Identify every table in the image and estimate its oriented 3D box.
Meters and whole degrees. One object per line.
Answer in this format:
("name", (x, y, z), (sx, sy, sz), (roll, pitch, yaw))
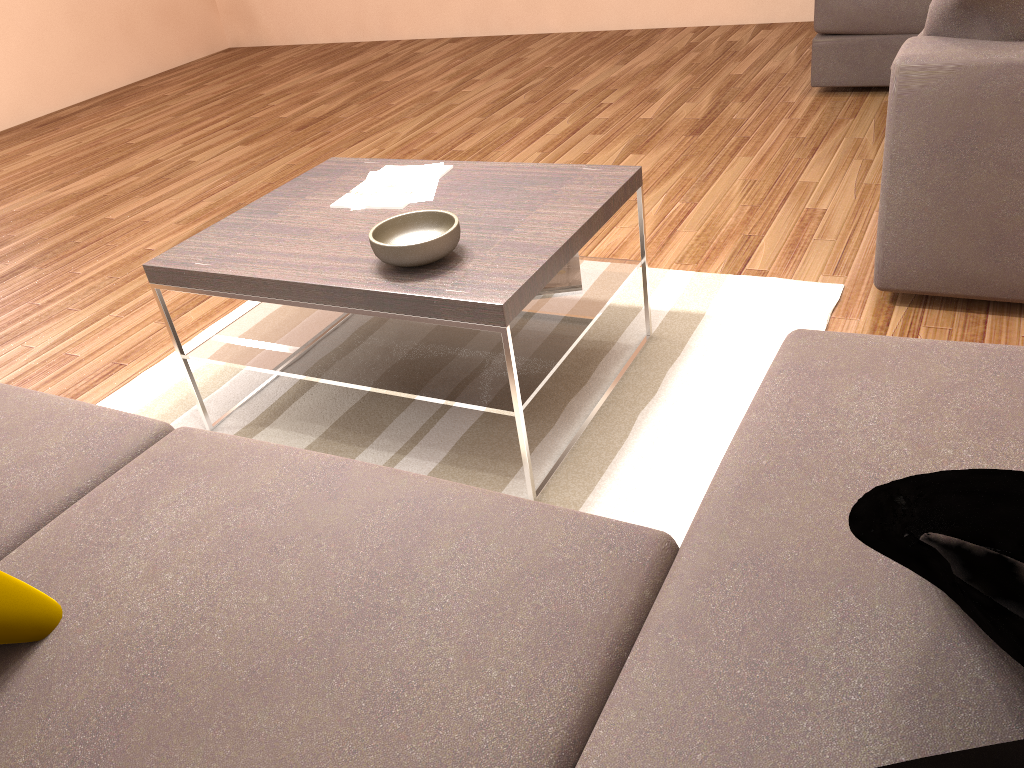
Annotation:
("table", (-0.277, -0.235, 2.595), (1.110, 0.558, 0.856), (9, 36, 27))

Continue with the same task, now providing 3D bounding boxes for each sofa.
("sofa", (2.135, -1.437, 3.722), (1.906, 0.776, 3.565), (9, 36, 27))
("sofa", (-0.325, 0.439, 1.355), (3.565, 0.776, 1.906), (9, 36, 27))

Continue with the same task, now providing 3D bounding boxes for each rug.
("rug", (-0.244, -0.004, 2.748), (2.122, 0.024, 1.791), (9, 36, 27))

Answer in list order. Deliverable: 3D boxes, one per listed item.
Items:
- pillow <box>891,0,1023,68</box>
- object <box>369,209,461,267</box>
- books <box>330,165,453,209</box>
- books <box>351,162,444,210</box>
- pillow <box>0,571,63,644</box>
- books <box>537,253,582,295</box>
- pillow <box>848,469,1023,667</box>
("pillow", (1.521, -1.057, 2.497), (0.749, 0.470, 0.560), (-8, 32, 3))
("object", (-0.230, -0.342, 2.143), (0.219, 0.081, 0.219), (12, 38, 31))
("books", (-0.354, -0.590, 2.647), (0.241, 0.010, 0.332), (6, 35, 23))
("books", (-0.338, -0.592, 2.659), (0.241, 0.008, 0.332), (-6, 32, 6))
("pillow", (-0.995, 0.225, 1.096), (0.658, 0.492, 0.382), (2, 33, 18))
("books", (0.040, -0.320, 2.664), (0.332, 0.026, 0.241), (-6, 32, 5))
("pillow", (0.580, 0.257, 0.661), (0.792, 0.415, 0.645), (13, 38, 31))
